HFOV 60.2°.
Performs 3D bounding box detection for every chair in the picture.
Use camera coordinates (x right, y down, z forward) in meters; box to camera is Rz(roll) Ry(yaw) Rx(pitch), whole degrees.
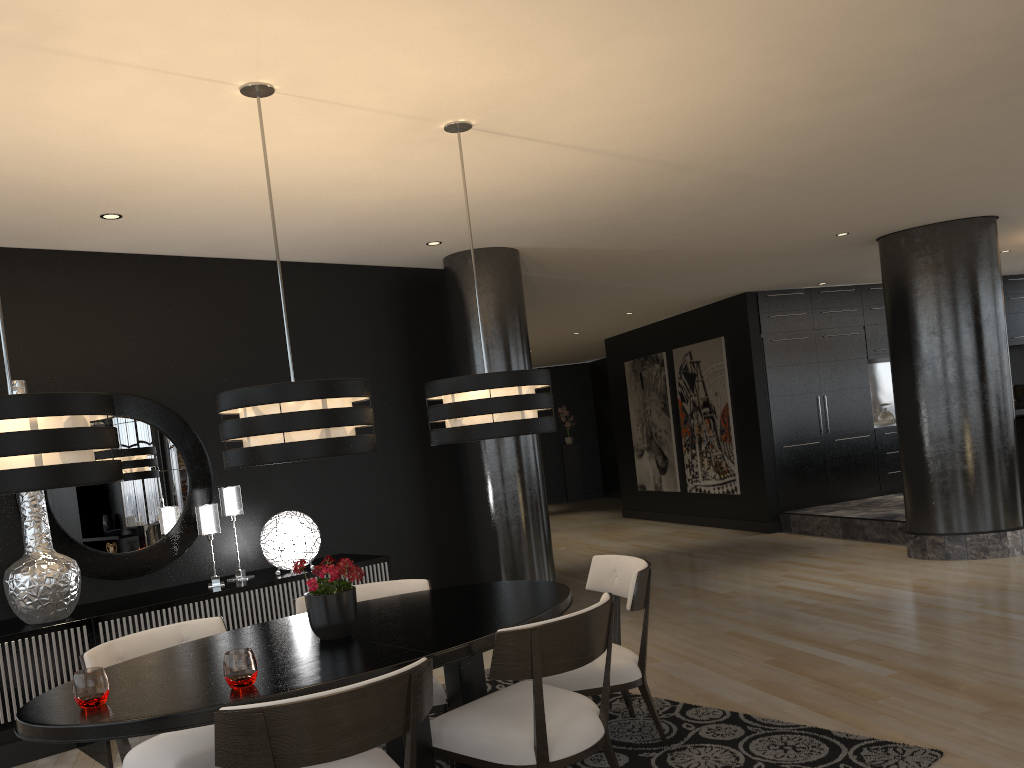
[{"bbox_3d":[0.076,1.204,3.204,0.619,0.807,0.639,-7,0,42],"label":"chair"},{"bbox_3d":[-0.547,1.240,2.611,0.639,0.807,0.619,-6,0,-31],"label":"chair"},{"bbox_3d":[-1.228,1.366,3.420,0.619,0.807,0.639,-7,0,34],"label":"chair"},{"bbox_3d":[-0.607,1.325,3.915,0.641,0.807,0.617,-7,0,-13],"label":"chair"},{"bbox_3d":[0.344,1.219,3.968,0.614,0.807,0.644,-7,0,-13],"label":"chair"}]

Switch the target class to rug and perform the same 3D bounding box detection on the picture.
[{"bbox_3d":[-0.605,1.682,3.216,3.703,0.011,2.733,-3,-5,-42],"label":"rug"}]

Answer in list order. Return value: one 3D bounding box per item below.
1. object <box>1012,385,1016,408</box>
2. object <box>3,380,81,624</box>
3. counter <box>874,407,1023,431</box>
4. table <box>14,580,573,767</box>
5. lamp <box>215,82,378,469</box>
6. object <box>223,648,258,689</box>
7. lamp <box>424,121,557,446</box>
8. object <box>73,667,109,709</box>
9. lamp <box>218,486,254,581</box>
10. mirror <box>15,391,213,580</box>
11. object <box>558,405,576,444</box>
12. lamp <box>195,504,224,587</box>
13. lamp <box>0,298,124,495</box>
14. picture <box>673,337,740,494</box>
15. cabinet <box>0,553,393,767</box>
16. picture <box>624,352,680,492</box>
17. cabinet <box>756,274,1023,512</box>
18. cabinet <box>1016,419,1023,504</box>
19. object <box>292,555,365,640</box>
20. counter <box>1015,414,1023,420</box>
[{"bbox_3d":[6.570,0.188,11.845,0.364,0.316,0.114,-6,1,-19],"label":"object"},{"bbox_3d":[-2.402,0.587,4.420,0.341,1.210,0.344,-8,2,-33],"label":"object"},{"bbox_3d":[5.519,0.448,11.244,2.851,0.034,0.733,-5,-4,-19],"label":"counter"},{"bbox_3d":[-0.592,1.300,3.233,2.095,0.769,1.216,-4,-3,-40],"label":"table"},{"bbox_3d":[-0.824,-0.386,3.136,0.532,1.330,0.538,-8,2,-42],"label":"lamp"},{"bbox_3d":[-0.808,0.847,2.627,0.095,0.106,0.096,-6,0,-30],"label":"object"},{"bbox_3d":[-0.152,-0.428,3.725,0.532,1.330,0.538,-8,2,-42],"label":"lamp"},{"bbox_3d":[-1.239,0.895,2.598,0.095,0.106,0.095,-7,0,15],"label":"object"},{"bbox_3d":[-1.638,0.880,5.219,0.132,0.551,0.124,-6,2,11],"label":"lamp"},{"bbox_3d":[-2.233,0.577,5.039,1.070,1.079,0.025,-6,1,-41],"label":"mirror"},{"bbox_3d":[1.109,0.810,17.585,0.339,0.788,0.227,-6,2,10],"label":"object"},{"bbox_3d":[-1.725,0.923,5.061,0.124,0.466,0.132,-7,2,-19],"label":"lamp"},{"bbox_3d":[-1.496,-0.345,2.547,0.532,1.330,0.538,-8,2,-42],"label":"lamp"},{"bbox_3d":[2.417,0.428,10.974,0.076,1.875,1.158,-7,1,-19],"label":"picture"},{"bbox_3d":[-1.747,1.541,5.018,2.226,0.767,0.613,-4,-2,-41],"label":"cabinet"},{"bbox_3d":[1.960,0.560,12.304,0.076,1.875,1.158,-7,1,-19],"label":"picture"},{"bbox_3d":[5.476,-0.008,11.205,5.708,2.530,0.729,-6,1,-19],"label":"cabinet"},{"bbox_3d":[6.424,0.680,8.508,3.104,1.039,1.184,-6,-1,-19],"label":"cabinet"},{"bbox_3d":[-0.648,0.768,3.197,0.236,0.298,0.230,-6,0,-39],"label":"object"},{"bbox_3d":[6.363,0.147,8.489,3.104,0.032,1.184,-5,-4,-19],"label":"counter"}]
